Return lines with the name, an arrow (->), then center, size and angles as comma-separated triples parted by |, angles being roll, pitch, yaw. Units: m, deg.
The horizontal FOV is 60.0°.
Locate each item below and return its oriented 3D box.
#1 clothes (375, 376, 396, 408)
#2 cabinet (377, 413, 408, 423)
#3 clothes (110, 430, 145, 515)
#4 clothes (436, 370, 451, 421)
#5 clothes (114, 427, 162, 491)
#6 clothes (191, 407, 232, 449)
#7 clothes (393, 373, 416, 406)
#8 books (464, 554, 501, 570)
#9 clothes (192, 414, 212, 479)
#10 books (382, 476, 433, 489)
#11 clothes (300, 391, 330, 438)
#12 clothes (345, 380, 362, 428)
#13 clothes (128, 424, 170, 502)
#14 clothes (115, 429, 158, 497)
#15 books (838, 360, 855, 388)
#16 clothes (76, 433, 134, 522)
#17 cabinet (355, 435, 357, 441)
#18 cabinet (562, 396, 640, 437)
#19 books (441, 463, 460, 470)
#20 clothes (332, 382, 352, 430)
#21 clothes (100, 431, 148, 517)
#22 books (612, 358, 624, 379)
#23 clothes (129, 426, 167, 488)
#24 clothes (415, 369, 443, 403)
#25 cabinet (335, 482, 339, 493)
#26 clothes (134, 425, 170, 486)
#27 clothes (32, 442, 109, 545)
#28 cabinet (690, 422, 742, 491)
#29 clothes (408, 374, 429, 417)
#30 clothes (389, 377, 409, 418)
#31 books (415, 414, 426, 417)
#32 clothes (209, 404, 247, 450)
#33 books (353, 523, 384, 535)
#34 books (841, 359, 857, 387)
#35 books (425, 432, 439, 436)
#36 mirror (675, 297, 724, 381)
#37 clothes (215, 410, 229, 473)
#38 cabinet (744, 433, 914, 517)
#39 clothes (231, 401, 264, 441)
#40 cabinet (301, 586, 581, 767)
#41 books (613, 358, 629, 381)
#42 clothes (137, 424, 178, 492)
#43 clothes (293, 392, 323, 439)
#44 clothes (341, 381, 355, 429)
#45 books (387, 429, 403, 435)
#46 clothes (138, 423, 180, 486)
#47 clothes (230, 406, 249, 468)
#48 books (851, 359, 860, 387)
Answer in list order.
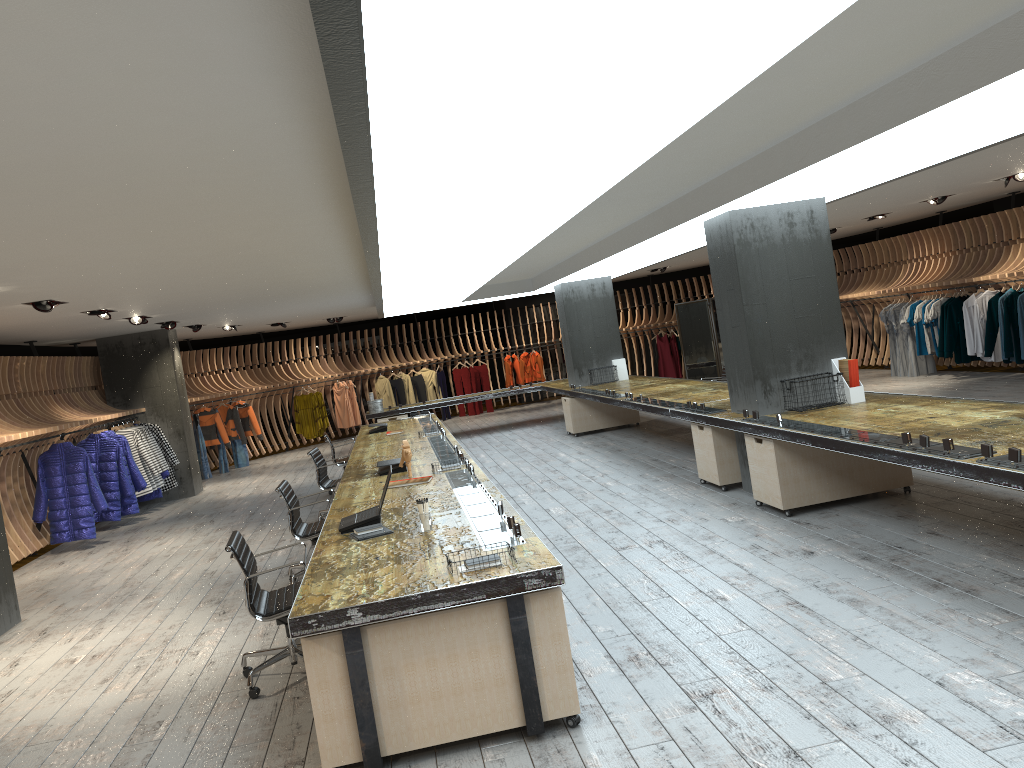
clothes -> -3.077, 0.250, 21.287 | 0.704, 0.889, 0.250 | -7, 3, 43
cabinet -> -2.284, 0.917, 17.213 | 0.593, 0.630, 1.132 | -9, 3, -8
clothes -> -5.701, 1.283, 12.553 | 0.885, 1.238, 0.245 | -9, 2, -11
clothes -> -1.691, 0.325, 21.954 | 0.087, 1.352, 0.540 | -8, 2, 17
clothes -> -5.661, 1.168, 13.300 | 0.752, 1.061, 0.128 | -9, 2, -9
clothes -> -5.951, 0.890, 17.293 | 0.839, 0.880, 0.201 | -9, 2, 7
clothes -> -2.630, 0.166, 21.560 | 0.704, 0.889, 0.250 | -7, 3, 33
books -> -0.134, 0.800, 4.001 | 0.155, 0.025, 0.110 | -10, 3, -13
clothes -> -5.932, 1.260, 16.987 | 0.200, 1.421, 0.308 | -10, 2, -31
books -> -0.811, 0.764, 6.890 | 0.366, 0.026, 0.213 | -9, 3, 3
clothes -> -4.476, 0.697, 20.050 | 0.664, 1.044, 0.169 | -8, 2, 23
clothes -> -3.743, 0.479, 20.794 | 0.125, 1.155, 0.447 | -11, 3, -43
clothes -> -5.866, 1.238, 13.926 | 0.885, 1.238, 0.245 | -9, 2, -11
clothes -> -5.628, 1.174, 13.067 | 0.752, 1.061, 0.128 | -9, 2, -9
books -> 2.895, -0.027, 7.663 | 0.048, 0.367, 0.215 | -9, 2, -8
clothes -> -5.733, 1.311, 12.226 | 0.880, 1.260, 0.242 | -9, 2, -11
cabinet -> -1.771, 1.025, 13.548 | 1.132, 0.630, 0.593 | -9, 2, -8
cabinet -> 1.472, 0.456, 14.688 | 1.132, 0.630, 0.593 | -9, 2, -8
books -> -0.507, 0.686, 7.355 | 0.155, 0.025, 0.110 | -10, 3, -13
clothes -> -3.954, 0.522, 20.613 | 0.447, 1.155, 0.125 | -8, 2, 27
clothes -> -5.600, 1.273, 12.387 | 0.884, 1.245, 0.249 | -9, 2, -11
books -> 1.841, -0.242, 15.156 | 0.215, 0.368, 0.047 | -9, 2, -8
clothes -> -5.697, 1.160, 13.560 | 0.752, 1.061, 0.128 | -9, 2, -9
clothes -> -2.089, 0.066, 21.799 | 0.704, 0.889, 0.250 | -8, 2, 13
cabinet -> -1.043, 1.176, 8.393 | 1.132, 0.630, 0.593 | -9, 2, -8
clothes -> -5.722, 1.155, 13.737 | 0.752, 1.061, 0.128 | -9, 2, -9
clothes -> -5.463, 1.333, 10.857 | 0.885, 1.238, 0.245 | -9, 2, -11
cabinet -> 2.435, 0.612, 8.709 | 1.132, 0.630, 0.593 | -9, 2, -8
clothes -> -2.305, 0.439, 21.690 | 0.539, 1.352, 0.088 | -8, 2, 17
clothes -> -2.759, 0.522, 21.455 | 0.539, 1.352, 0.088 | -8, 2, 27
books -> -1.432, 0.495, 13.888 | 0.155, 0.025, 0.110 | -10, 3, -13
clothes -> -5.746, 0.834, 17.817 | 0.839, 0.880, 0.201 | -8, 2, 12
books -> -0.846, 0.845, 5.141 | 0.186, 0.027, 0.112 | -10, 3, -23
books -> 2.917, -0.030, 7.666 | 0.048, 0.367, 0.215 | -9, 2, -8
books -> -0.954, 0.592, 10.543 | 0.155, 0.025, 0.110 | -10, 3, -13
mirror -> 3.828, -0.570, 14.946 | 2.109, 1.891, 0.444 | -7, 3, 33
clothes -> -5.791, 1.208, 17.562 | 0.200, 1.421, 0.309 | -10, 2, -16
cabinet -> 2.624, 0.651, 7.369 | 1.132, 0.630, 0.593 | -9, 2, -8
clothes -> -5.587, 0.778, 18.369 | 0.838, 0.880, 0.201 | -8, 2, 22
cabinet -> -0.330, 1.284, 4.111 | 1.132, 0.630, 0.593 | -9, 2, -8
books -> 1.850, -0.240, 15.087 | 0.215, 0.368, 0.073 | -9, 2, -8
clothes -> -5.749, 1.196, 14.102 | 0.807, 1.186, 0.192 | -9, 2, -7
clothes -> -4.587, 0.722, 19.906 | 0.664, 1.044, 0.169 | -8, 2, 23
clothes -> -3.869, 0.504, 20.691 | 0.125, 1.155, 0.447 | -10, 3, -38
books -> -1.540, 0.633, 11.651 | 0.213, 0.026, 0.366 | -9, 3, -7
clothes -> -5.784, 1.192, 14.287 | 0.799, 1.185, 0.192 | -9, 2, -7
clothes -> -5.616, 1.152, 18.129 | 0.309, 1.421, 0.200 | -10, 2, -36
books -> 2.938, -0.034, 7.669 | 0.048, 0.367, 0.215 | -9, 2, -8
